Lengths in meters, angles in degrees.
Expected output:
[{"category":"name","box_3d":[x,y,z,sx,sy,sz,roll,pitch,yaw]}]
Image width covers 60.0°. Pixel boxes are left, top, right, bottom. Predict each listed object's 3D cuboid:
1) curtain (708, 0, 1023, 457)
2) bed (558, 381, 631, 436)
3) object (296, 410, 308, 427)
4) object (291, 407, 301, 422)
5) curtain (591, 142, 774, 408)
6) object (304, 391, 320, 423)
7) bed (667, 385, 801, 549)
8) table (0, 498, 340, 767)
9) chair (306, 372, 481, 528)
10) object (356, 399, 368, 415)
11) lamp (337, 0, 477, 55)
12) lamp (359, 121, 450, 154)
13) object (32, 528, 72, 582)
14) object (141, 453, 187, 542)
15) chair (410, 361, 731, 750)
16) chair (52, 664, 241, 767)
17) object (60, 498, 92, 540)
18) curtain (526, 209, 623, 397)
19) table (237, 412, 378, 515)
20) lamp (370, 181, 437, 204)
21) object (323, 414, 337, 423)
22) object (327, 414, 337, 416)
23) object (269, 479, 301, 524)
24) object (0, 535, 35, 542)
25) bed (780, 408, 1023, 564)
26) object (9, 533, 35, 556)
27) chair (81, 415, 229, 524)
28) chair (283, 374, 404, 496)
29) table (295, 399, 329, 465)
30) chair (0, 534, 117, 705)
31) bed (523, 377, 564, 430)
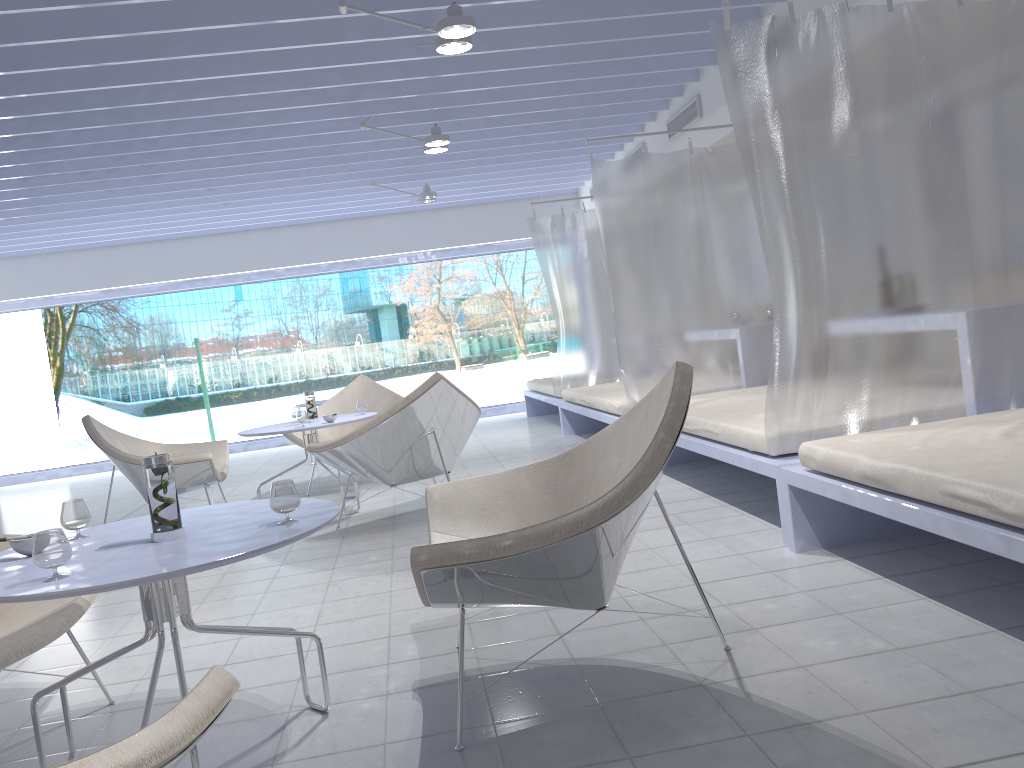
[{"category":"curtain","box_3d":[1.771,-0.638,3.204,2.050,1.552,0.151,-8,3,-7]},{"category":"bed","box_3d":[1.524,0.127,6.536,2.016,0.427,2.200,-8,3,-7]},{"category":"object","box_3d":[-1.182,0.196,5.001,0.068,0.091,0.068,-6,3,22]},{"category":"object","box_3d":[-1.347,0.190,5.548,0.068,0.091,0.068,-7,3,16]},{"category":"curtain","box_3d":[1.538,-0.697,5.391,1.998,1.559,0.125,-8,3,-8]},{"category":"object","box_3d":[-1.207,0.134,5.324,0.075,0.189,0.075,-8,3,-15]},{"category":"bed","box_3d":[1.816,0.202,4.350,2.022,0.422,2.200,-8,3,-7]},{"category":"table","box_3d":[-0.765,0.610,1.993,0.825,0.534,0.823,-9,3,-30]},{"category":"chair","box_3d":[-0.514,0.328,4.622,0.906,0.759,0.753,-10,4,-37]},{"category":"object","box_3d":[-0.911,0.140,5.388,0.068,0.091,0.068,-8,3,-14]},{"category":"lamp","box_3d":[-0.473,-1.631,3.972,0.587,0.218,0.380,-8,3,-7]},{"category":"lamp","box_3d":[-0.734,-1.702,6.045,0.587,0.218,0.380,-8,3,-7]},{"category":"object","box_3d":[-0.871,0.324,1.681,0.068,0.091,0.068,-8,3,-17]},{"category":"object","box_3d":[-0.771,0.249,1.957,0.075,0.185,0.075,-10,4,-44]},{"category":"chair","box_3d":[0.146,0.360,2.262,0.753,0.759,0.906,-8,3,-3]},{"category":"chair","box_3d":[-0.847,0.559,0.952,0.906,0.759,0.753,-7,3,8]},{"category":"object","box_3d":[-1.044,0.324,2.125,0.068,0.091,0.068,-8,3,-17]},{"category":"curtain","box_3d":[1.219,-0.787,7.584,2.050,1.552,0.151,-8,3,-7]},{"category":"table","box_3d":[-1.182,0.496,5.316,0.825,0.534,0.823,-8,3,-16]},{"category":"lamp","box_3d":[-0.997,-1.773,8.137,0.587,0.218,0.380,-8,3,-7]},{"category":"object","box_3d":[-1.037,0.198,5.062,0.082,0.043,0.082,-10,4,-39]},{"category":"object","box_3d":[-1.023,0.177,5.034,0.012,0.016,0.098,-10,4,-41]},{"category":"object","box_3d":[-0.501,0.260,1.960,0.068,0.091,0.068,-8,3,-17]},{"category":"object","box_3d":[-1.103,0.344,1.973,0.098,0.016,0.012,-8,3,-7]},{"category":"bed","box_3d":[2.076,0.277,2.157,2.016,0.427,2.200,-8,3,-7]},{"category":"object","box_3d":[-1.069,0.359,1.973,0.082,0.043,0.082,-8,3,-5]},{"category":"chair","box_3d":[-2.101,0.507,5.246,0.753,0.759,0.906,-8,3,-11]},{"category":"chair","box_3d":[-1.092,0.319,6.315,0.906,0.759,0.753,-7,3,4]},{"category":"table","box_3d":[-1.504,0.401,8.019,0.825,0.534,0.823,-5,4,40]},{"category":"chair","box_3d":[-1.559,0.589,2.221,0.753,0.759,0.906,-7,3,11]},{"category":"bed","box_3d":[1.264,0.053,8.729,2.022,0.422,2.200,-8,3,-7]}]
